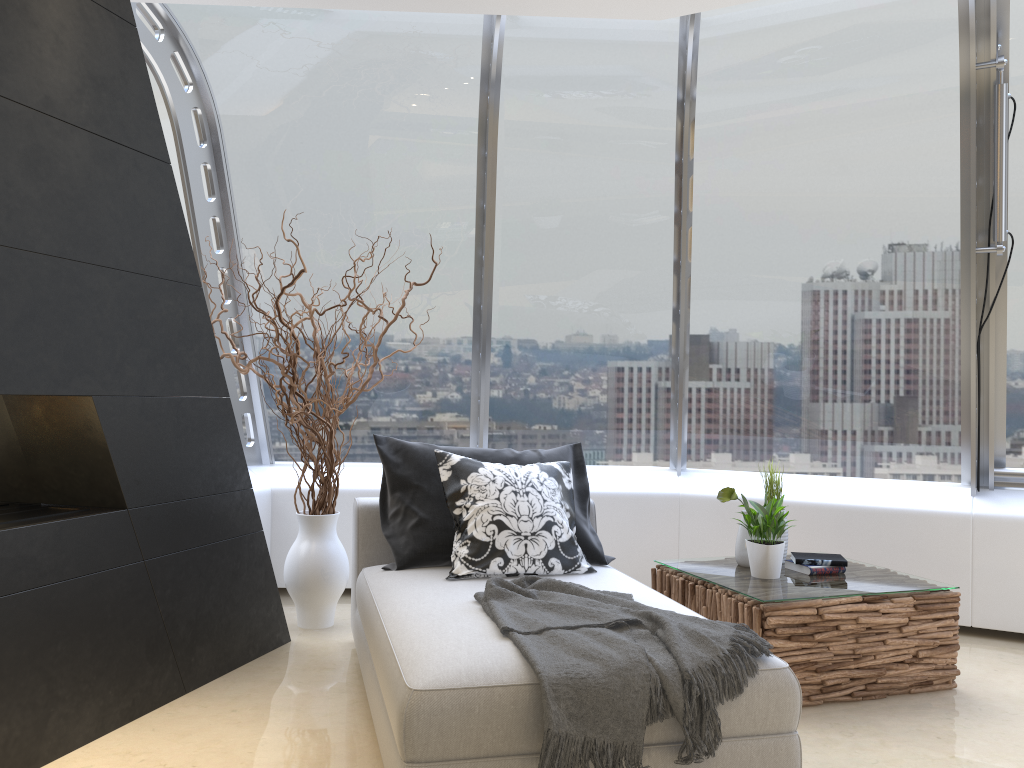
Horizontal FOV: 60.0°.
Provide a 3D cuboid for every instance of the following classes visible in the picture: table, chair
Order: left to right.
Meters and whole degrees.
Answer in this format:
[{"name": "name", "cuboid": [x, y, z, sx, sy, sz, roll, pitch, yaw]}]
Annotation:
[{"name": "chair", "cuboid": [0.038, 0.888, 3.409, 1.176, 0.690, 2.068, 1, -1, -14]}, {"name": "table", "cuboid": [1.258, 1.053, 3.923, 1.007, 0.436, 0.923, 1, -1, -19]}]

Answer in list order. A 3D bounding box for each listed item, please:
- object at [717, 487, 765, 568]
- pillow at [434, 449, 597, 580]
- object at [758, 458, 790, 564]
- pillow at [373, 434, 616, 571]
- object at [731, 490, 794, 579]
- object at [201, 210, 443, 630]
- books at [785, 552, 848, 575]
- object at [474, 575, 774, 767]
[{"name": "object", "cuboid": [1.045, 0.651, 4.053, 0.297, 0.370, 0.152, 1, -1, -29]}, {"name": "pillow", "cuboid": [0.013, 0.549, 3.748, 0.683, 0.528, 0.431, 1, -1, -19]}, {"name": "object", "cuboid": [1.233, 0.586, 4.201, 0.153, 0.511, 0.150, 1, -1, -16]}, {"name": "pillow", "cuboid": [-0.087, 0.535, 4.034, 1.070, 0.597, 0.510, 1, -1, -14]}, {"name": "object", "cuboid": [1.095, 0.651, 3.841, 0.215, 0.369, 0.284, 2, -1, -41]}, {"name": "object", "cuboid": [-1.218, 0.199, 4.520, 1.370, 2.059, 1.508, 1, -1, 17]}, {"name": "books", "cuboid": [1.368, 0.808, 3.980, 0.265, 0.063, 0.246, 1, -1, 3]}, {"name": "object", "cuboid": [0.348, 0.854, 2.827, 0.825, 0.359, 1.024, 1, -1, -15]}]
